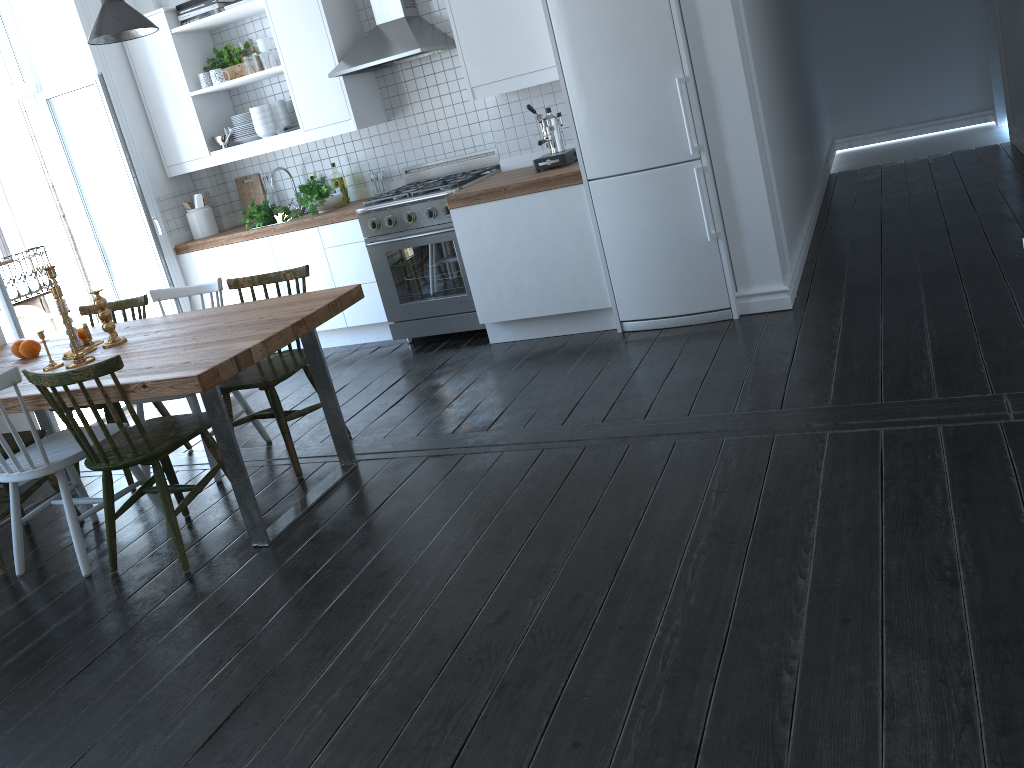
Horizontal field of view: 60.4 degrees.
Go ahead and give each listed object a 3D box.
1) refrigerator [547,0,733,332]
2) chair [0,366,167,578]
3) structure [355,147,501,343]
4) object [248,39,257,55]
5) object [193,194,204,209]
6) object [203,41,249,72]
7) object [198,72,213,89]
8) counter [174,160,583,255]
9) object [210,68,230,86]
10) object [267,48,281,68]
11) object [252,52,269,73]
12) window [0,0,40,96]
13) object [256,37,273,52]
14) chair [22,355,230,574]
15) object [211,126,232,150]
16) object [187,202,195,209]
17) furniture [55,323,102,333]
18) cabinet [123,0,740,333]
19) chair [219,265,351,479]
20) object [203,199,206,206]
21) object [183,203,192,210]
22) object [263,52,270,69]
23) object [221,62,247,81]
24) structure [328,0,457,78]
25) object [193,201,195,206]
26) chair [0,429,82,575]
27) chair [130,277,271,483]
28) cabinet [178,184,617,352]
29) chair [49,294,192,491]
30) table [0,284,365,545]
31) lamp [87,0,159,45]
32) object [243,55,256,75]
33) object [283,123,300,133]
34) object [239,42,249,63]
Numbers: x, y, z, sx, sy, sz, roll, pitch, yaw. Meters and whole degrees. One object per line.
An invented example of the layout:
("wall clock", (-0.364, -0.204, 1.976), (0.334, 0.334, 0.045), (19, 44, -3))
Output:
("refrigerator", (0.729, -1.241, 4.547), (0.572, 1.758, 0.703), (-8, 15, 26))
("chair", (-1.805, 0.285, 3.439), (0.463, 0.822, 0.526), (-8, 15, 26))
("structure", (-0.410, -0.831, 5.408), (0.696, 0.994, 0.746), (-8, 16, 25))
("object", (-1.698, -2.167, 5.833), (0.055, 0.228, 0.058), (-8, 14, 29))
("object", (-2.160, -1.171, 6.115), (0.064, 0.283, 0.144), (-15, 14, 1))
("object", (-1.918, -2.146, 5.901), (0.345, 0.248, 0.169), (-10, 15, 16))
("object", (-2.012, -1.997, 5.808), (0.083, 0.097, 0.111), (-16, 16, -4))
("counter", (-0.881, -1.077, 5.455), (3.081, 0.072, 0.876), (-5, 20, 25))
("object", (-1.908, -2.002, 5.742), (0.108, 0.098, 0.085), (-10, 15, 15))
("object", (-1.502, -2.058, 5.571), (0.086, 0.117, 0.088), (-16, 14, -5))
("object", (-1.591, -2.030, 5.556), (0.088, 0.117, 0.086), (-27, 19, -39))
("window", (-3.391, -1.998, 5.195), (0.105, 0.640, 1.221), (-9, 18, 26))
("object", (-1.604, -2.157, 5.785), (0.084, 0.217, 0.087), (-6, 16, 32))
("chair", (-1.358, 0.236, 3.271), (0.464, 0.807, 0.502), (-8, 15, 24))
("object", (-1.908, -1.624, 5.824), (0.209, 0.131, 0.105), (-1, 19, 37))
("object", (-2.188, -1.145, 6.118), (0.062, 0.245, 0.118), (-23, 16, -32))
("furniture", (-3.253, -0.225, 6.756), (0.915, 0.365, 0.414), (-6, 18, 25))
("cabinet", (-0.661, -1.435, 5.273), (3.769, 2.313, 0.805), (-5, 16, 29))
("chair", (-1.081, -0.057, 3.928), (0.464, 0.807, 0.502), (-8, 15, 24))
("object", (-2.119, -1.166, 6.135), (0.051, 0.241, 0.117), (-16, 14, -8))
("object", (-2.204, -1.139, 6.099), (0.054, 0.256, 0.153), (-14, 14, 2))
("object", (-1.558, -2.065, 5.637), (0.086, 0.117, 0.088), (-16, 14, -5))
("object", (-1.830, -2.072, 5.887), (0.390, 0.100, 0.158), (-6, 19, 25))
("structure", (-0.851, -2.528, 5.135), (0.629, 1.273, 0.546), (-8, 15, 26))
("object", (-2.151, -1.163, 6.147), (0.117, 0.244, 0.035), (-8, 14, 26))
("chair", (-2.238, 0.328, 3.662), (0.464, 0.807, 0.502), (-8, 15, 24))
("chair", (-1.517, -0.029, 4.148), (0.463, 0.822, 0.526), (-8, 15, 26))
("cabinet", (-0.749, -0.701, 5.594), (3.169, 0.794, 0.753), (-2, 19, 33))
("chair", (-1.961, 0.034, 4.320), (0.464, 0.807, 0.502), (-8, 15, 24))
("table", (-1.741, 0.197, 3.841), (2.213, 0.698, 1.053), (-6, 18, 25))
("lamp", (-3.098, -1.581, 5.481), (2.684, 2.449, 0.508), (-7, 15, 26))
("object", (-1.662, -2.029, 5.606), (0.088, 0.117, 0.086), (-27, 19, -39))
("object", (-1.373, -1.667, 5.696), (0.244, 0.041, 0.286), (-8, 19, 18))
("object", (-1.758, -2.143, 5.816), (0.060, 0.219, 0.061), (-13, 13, 9))
